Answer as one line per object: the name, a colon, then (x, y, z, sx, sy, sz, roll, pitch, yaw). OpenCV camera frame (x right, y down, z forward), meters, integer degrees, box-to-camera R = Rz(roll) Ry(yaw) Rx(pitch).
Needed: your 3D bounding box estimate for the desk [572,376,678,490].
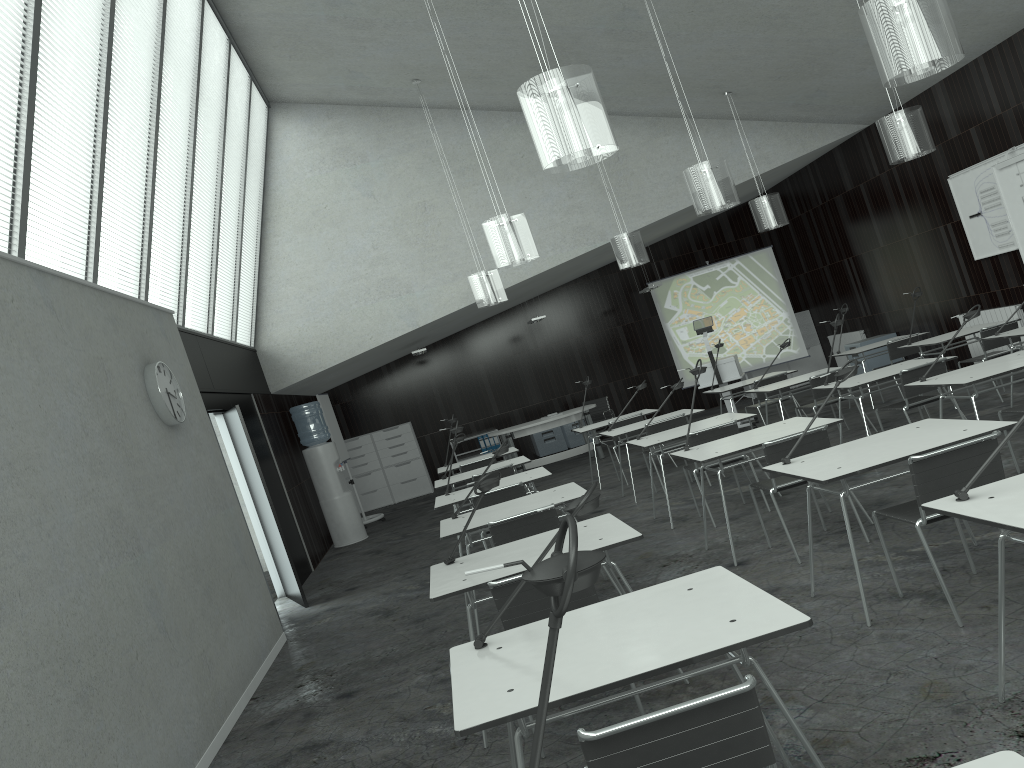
desk: (1.152, 0.502, 9.805, 0.900, 1.321, 0.700, -17, 0, -4)

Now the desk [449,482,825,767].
desk: (0.306, 0.901, 2.427, 0.900, 1.153, 0.700, -17, 0, -5)

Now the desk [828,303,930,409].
desk: (4.185, -0.444, 10.110, 0.900, 1.321, 0.700, -17, 0, -6)

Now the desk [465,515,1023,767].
desk: (0.380, 0.800, 0.967, 0.900, 1.321, 0.700, -17, 0, -5)

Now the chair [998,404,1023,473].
chair: (3.202, 0.183, 5.201, 0.428, 0.765, 0.555, -17, 0, -5)

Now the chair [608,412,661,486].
chair: (1.270, 0.756, 9.495, 0.428, 0.765, 0.555, -17, 0, -6)

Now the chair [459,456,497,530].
chair: (-0.259, 1.233, 9.273, 0.428, 0.765, 0.555, -17, 0, -4)

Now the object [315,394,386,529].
object: (-2.291, 1.155, 12.076, 0.560, 2.091, 0.553, -18, 0, -42)

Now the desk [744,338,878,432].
desk: (2.803, 0.084, 8.516, 0.900, 1.153, 0.700, -17, 0, -5)

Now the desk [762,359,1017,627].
desk: (1.714, 0.452, 4.022, 0.900, 1.153, 0.700, -17, 0, -5)

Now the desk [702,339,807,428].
desk: (2.674, 0.027, 9.959, 0.900, 1.321, 0.700, -17, 0, -5)

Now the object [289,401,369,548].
object: (-2.264, 1.219, 10.892, 0.436, 1.967, 0.436, -17, 0, -15)

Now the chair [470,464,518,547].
chair: (-0.123, 1.200, 7.839, 0.428, 0.765, 0.555, -17, 0, -17)

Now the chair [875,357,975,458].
chair: (3.076, 0.212, 6.707, 0.428, 0.765, 0.555, -17, 0, -10)

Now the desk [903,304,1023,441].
desk: (3.108, 0.008, 5.618, 0.900, 1.153, 0.700, -17, 0, -5)

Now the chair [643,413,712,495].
chair: (1.446, 0.710, 8.103, 0.428, 0.765, 0.555, -17, 0, -5)

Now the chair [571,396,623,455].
chair: (1.254, 0.705, 13.523, 0.560, 0.825, 0.587, -17, 0, 34)

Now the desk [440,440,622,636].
desk: (0.039, 0.965, 5.335, 0.900, 1.153, 0.700, -17, 0, -5)

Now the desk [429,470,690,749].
desk: (0.114, 0.951, 3.876, 0.900, 1.153, 0.700, -17, 0, -5)

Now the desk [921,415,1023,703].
desk: (1.811, 0.432, 2.555, 0.900, 1.153, 0.700, -17, 0, -5)

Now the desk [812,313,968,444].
desk: (2.953, -0.041, 7.044, 0.900, 1.321, 0.700, -17, 0, -5)

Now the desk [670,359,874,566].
desk: (1.497, 0.422, 5.470, 0.900, 1.321, 0.700, -17, 0, -5)

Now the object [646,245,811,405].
object: (3.447, -0.911, 13.985, 2.051, 2.602, 0.673, -17, 0, 19)

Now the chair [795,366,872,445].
chair: (2.926, 0.248, 8.214, 0.428, 0.765, 0.555, -17, 0, -9)

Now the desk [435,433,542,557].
desk: (-0.244, 1.034, 8.220, 0.900, 1.153, 0.700, -17, 0, -5)

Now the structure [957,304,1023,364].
structure: (5.526, -0.612, 10.143, 0.079, 0.688, 1.129, -17, 0, -5)

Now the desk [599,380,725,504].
desk: (1.350, 0.537, 8.397, 0.900, 1.153, 0.700, -17, 0, -5)

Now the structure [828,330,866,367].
structure: (5.218, -0.539, 13.659, 0.079, 0.688, 1.129, -17, 0, -5)

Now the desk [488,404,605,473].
desk: (0.560, 0.933, 12.323, 1.600, 0.818, 0.910, -17, 0, -10)

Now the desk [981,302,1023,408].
desk: (4.465, -0.424, 7.206, 0.900, 1.153, 0.700, -17, 0, -5)

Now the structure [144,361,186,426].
structure: (-2.154, 0.067, 5.517, 0.077, 0.446, 0.446, -17, 0, -5)

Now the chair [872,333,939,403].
chair: (4.309, -0.192, 9.817, 0.428, 0.765, 0.555, -17, 0, -7)

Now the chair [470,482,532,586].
chair: (-0.003, 1.172, 6.388, 0.428, 0.765, 0.555, -17, 0, -2)

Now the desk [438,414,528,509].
desk: (-0.365, 0.974, 9.693, 0.900, 1.321, 0.700, -17, 0, -5)

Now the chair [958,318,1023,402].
chair: (4.489, -0.238, 8.242, 0.428, 0.765, 0.555, -17, 0, -7)

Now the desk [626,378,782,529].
desk: (1.419, 0.525, 6.914, 0.900, 1.153, 0.700, -17, 0, -5)

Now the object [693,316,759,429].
object: (2.623, -0.132, 11.209, 0.559, 1.639, 0.680, -17, 0, 19)

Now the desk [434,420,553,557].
desk: (-0.140, 0.923, 6.770, 0.900, 1.321, 0.700, -17, 0, -4)

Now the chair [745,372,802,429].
chair: (2.793, 0.281, 9.542, 0.428, 0.765, 0.555, -17, 0, -8)

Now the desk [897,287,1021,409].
desk: (4.360, -0.489, 8.658, 0.900, 1.321, 0.700, -17, 0, -7)

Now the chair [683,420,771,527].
chair: (1.509, 0.701, 6.497, 0.428, 0.765, 0.555, -17, 0, -3)
